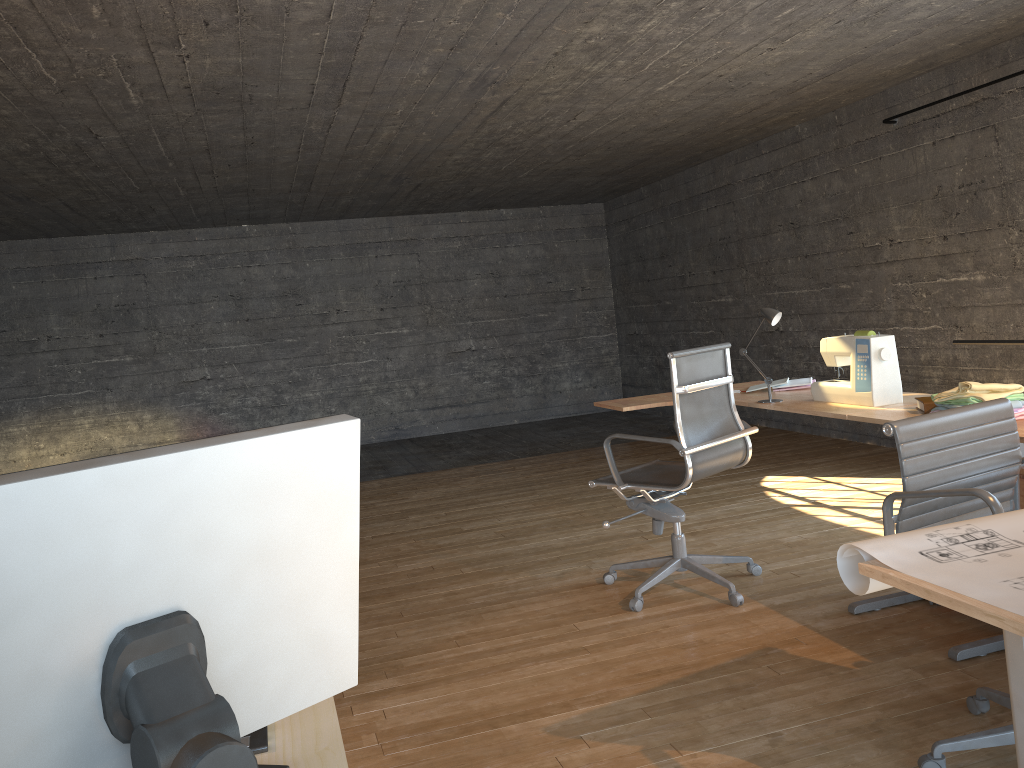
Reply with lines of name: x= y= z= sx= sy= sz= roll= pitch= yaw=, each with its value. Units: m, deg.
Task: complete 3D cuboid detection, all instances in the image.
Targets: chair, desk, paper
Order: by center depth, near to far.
paper: x=1.076 y=0.278 z=1.444 sx=0.853 sy=0.113 sz=0.581 roll=-7 pitch=4 yaw=-16
desk: x=-2.113 y=0.915 z=1.942 sx=3.267 sy=0.738 sz=3.468 roll=-7 pitch=4 yaw=-16
chair: x=1.333 y=0.495 z=2.133 sx=0.656 sy=0.859 sz=0.682 roll=-6 pitch=1 yaw=-29
desk: x=1.104 y=0.523 z=2.879 sx=1.639 sy=0.738 sz=3.508 roll=-7 pitch=4 yaw=-15
chair: x=0.656 y=0.361 z=3.741 sx=0.681 sy=1.016 sz=0.656 roll=-5 pitch=1 yaw=43

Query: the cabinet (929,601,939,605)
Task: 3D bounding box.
cabinet: x=1.745 y=0.519 z=3.162 sx=0.427 sy=0.572 sz=0.424 roll=-6 pitch=1 yaw=-18

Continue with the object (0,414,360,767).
object: x=-0.341 y=0.257 z=0.829 sx=0.284 sy=0.391 sz=0.472 roll=-5 pitch=2 yaw=44

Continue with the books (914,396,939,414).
books: x=1.575 y=0.059 z=3.105 sx=0.289 sy=0.054 sz=0.261 roll=-4 pitch=5 yaw=25

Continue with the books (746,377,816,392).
books: x=1.313 y=-0.002 z=4.301 sx=0.316 sy=0.044 sz=0.309 roll=-4 pitch=5 yaw=19

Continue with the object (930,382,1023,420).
object: x=1.497 y=0.049 z=2.846 sx=0.256 sy=0.130 sz=0.252 roll=-6 pitch=3 yaw=-13

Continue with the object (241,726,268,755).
object: x=-0.546 y=0.450 z=1.054 sx=0.491 sy=0.011 sz=0.187 roll=-7 pitch=5 yaw=-16

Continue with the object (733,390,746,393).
object: x=1.060 y=0.039 z=4.311 sx=0.142 sy=0.013 sz=0.128 roll=-7 pitch=4 yaw=-13

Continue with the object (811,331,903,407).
object: x=1.367 y=-0.070 z=3.545 sx=0.137 sy=0.284 sz=0.402 roll=-6 pitch=2 yaw=-16

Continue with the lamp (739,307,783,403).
lamp: x=1.090 y=-0.127 z=3.834 sx=0.106 sy=0.409 sz=0.206 roll=-5 pitch=0 yaw=-30

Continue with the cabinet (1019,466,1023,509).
cabinet: x=1.868 y=0.546 z=2.658 sx=0.473 sy=0.572 sz=0.425 roll=-6 pitch=1 yaw=-8
